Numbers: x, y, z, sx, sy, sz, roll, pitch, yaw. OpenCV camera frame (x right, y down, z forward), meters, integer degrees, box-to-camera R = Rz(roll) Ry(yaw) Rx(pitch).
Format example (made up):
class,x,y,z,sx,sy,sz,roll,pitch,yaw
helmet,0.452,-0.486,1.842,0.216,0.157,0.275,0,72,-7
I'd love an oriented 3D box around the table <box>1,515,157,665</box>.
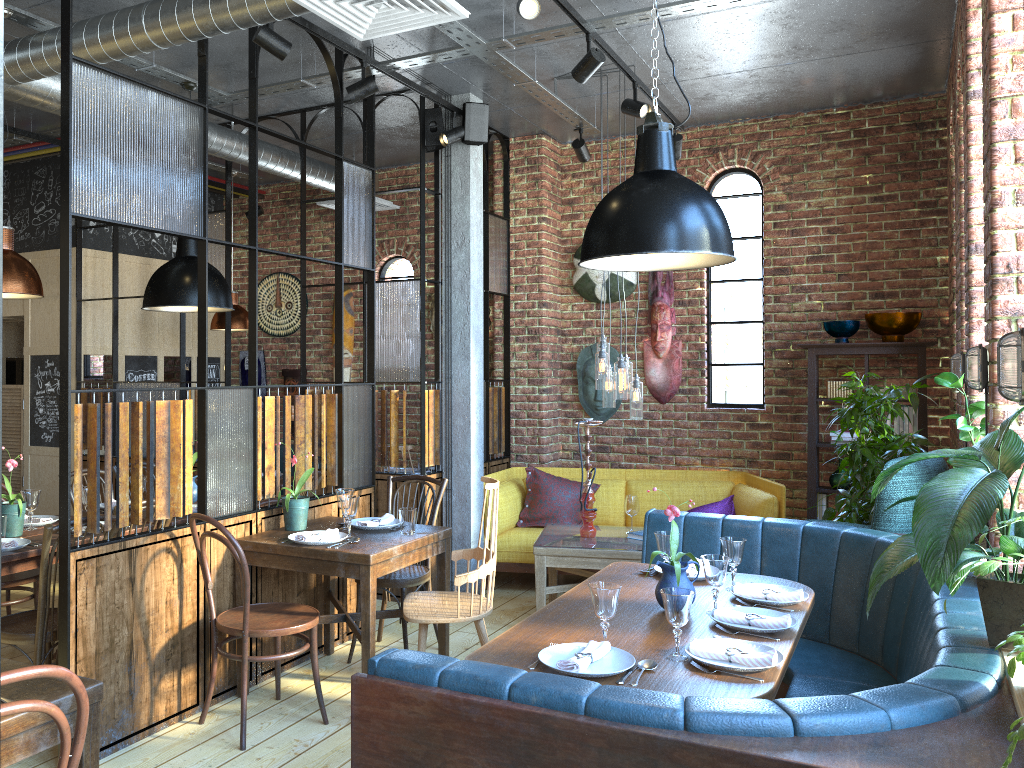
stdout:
class,x,y,z,sx,sy,sz,roll,pitch,yaw
table,-2.328,1.077,4.163,0.756,0.727,0.991,0,0,26

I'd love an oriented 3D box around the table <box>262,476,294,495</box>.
class,x,y,z,sx,sy,sz,roll,pitch,yaw
table,-2.345,1.097,7.393,0.773,0.603,0.715,0,0,26

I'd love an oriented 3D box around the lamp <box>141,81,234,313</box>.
class,x,y,z,sx,sy,sz,roll,pitch,yaw
lamp,-1.899,-1.098,5.173,0.554,1.326,0.504,-1,-1,39

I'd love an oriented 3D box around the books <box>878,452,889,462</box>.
class,x,y,z,sx,sy,sz,roll,pitch,yaw
books,2.439,0.563,5.749,0.089,0.273,0.166,-1,0,25

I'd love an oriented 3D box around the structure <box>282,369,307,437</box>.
class,x,y,z,sx,sy,sz,roll,pitch,yaw
structure,-2.035,0.184,8.244,0.270,0.655,0.154,-1,-1,27

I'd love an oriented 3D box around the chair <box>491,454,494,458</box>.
class,x,y,z,sx,sy,sz,roll,pitch,yaw
chair,-0.355,0.933,7.106,0.524,0.921,0.459,0,-1,-42

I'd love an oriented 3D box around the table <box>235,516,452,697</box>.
class,x,y,z,sx,sy,sz,roll,pitch,yaw
table,-0.786,1.072,4.188,0.780,0.727,0.721,0,0,26

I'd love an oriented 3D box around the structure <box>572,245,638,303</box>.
class,x,y,z,sx,sy,sz,roll,pitch,yaw
structure,0.713,-0.887,6.822,0.552,0.521,0.141,0,-1,27

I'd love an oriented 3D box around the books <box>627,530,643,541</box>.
class,x,y,z,sx,sy,sz,roll,pitch,yaw
books,0.829,0.894,5.149,0.153,0.028,0.285,-1,1,-40

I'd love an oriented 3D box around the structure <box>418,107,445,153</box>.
class,x,y,z,sx,sy,sz,roll,pitch,yaw
structure,-0.528,-1.677,5.832,0.184,0.268,0.165,0,0,-1

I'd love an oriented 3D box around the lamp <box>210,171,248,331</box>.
class,x,y,z,sx,sy,sz,roll,pitch,yaw
lamp,-2.363,-1.122,7.448,0.379,1.335,0.357,0,-1,19

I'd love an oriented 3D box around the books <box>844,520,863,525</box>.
class,x,y,z,sx,sy,sz,roll,pitch,yaw
books,2.312,0.957,5.782,0.315,0.088,0.235,0,1,28

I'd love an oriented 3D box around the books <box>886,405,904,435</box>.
class,x,y,z,sx,sy,sz,roll,pitch,yaw
books,2.482,0.270,5.742,0.129,0.258,0.156,0,0,26

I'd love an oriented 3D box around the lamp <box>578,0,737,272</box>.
class,x,y,z,sx,sy,sz,roll,pitch,yaw
lamp,0.493,-1.078,3.042,0.554,1.326,0.504,-1,-1,44

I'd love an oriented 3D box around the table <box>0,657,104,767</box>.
class,x,y,z,sx,sy,sz,roll,pitch,yaw
table,-1.503,1.103,2.033,0.780,0.727,0.721,0,0,26

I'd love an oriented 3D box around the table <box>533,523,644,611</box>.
class,x,y,z,sx,sy,sz,roll,pitch,yaw
table,0.637,1.162,5.235,0.955,0.508,0.735,0,0,12

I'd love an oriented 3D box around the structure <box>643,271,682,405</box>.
class,x,y,z,sx,sy,sz,roll,pitch,yaw
structure,1.137,-0.415,6.652,0.220,1.146,0.233,0,-1,-18

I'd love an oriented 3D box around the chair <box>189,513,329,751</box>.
class,x,y,z,sx,sy,sz,roll,pitch,yaw
chair,-1.081,0.981,3.731,0.524,0.921,0.459,0,-1,-42

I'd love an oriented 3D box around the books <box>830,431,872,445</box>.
class,x,y,z,sx,sy,sz,roll,pitch,yaw
books,2.256,0.358,5.839,0.279,0.080,0.171,0,1,27

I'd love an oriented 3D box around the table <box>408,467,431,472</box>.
class,x,y,z,sx,sy,sz,roll,pitch,yaw
table,-0.624,1.039,6.594,0.780,0.727,0.721,0,0,26

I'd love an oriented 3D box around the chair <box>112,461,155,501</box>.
class,x,y,z,sx,sy,sz,roll,pitch,yaw
chair,-2.220,0.960,5.565,0.544,0.915,0.388,0,-1,31

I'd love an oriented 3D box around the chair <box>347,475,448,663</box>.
class,x,y,z,sx,sy,sz,roll,pitch,yaw
chair,-0.601,0.966,4.671,0.418,0.915,0.504,0,0,20

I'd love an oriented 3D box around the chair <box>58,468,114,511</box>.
class,x,y,z,sx,sy,sz,roll,pitch,yaw
chair,-2.341,0.966,5.176,0.541,0.915,0.390,0,-1,26

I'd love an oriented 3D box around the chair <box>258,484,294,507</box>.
class,x,y,z,sx,sy,sz,roll,pitch,yaw
chair,-1.405,0.970,4.660,0.576,0.921,0.417,-1,-1,43

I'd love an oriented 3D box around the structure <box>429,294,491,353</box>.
class,x,y,z,sx,sy,sz,roll,pitch,yaw
structure,-0.458,-0.559,7.436,0.612,0.727,0.122,0,-1,27

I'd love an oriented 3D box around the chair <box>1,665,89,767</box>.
class,x,y,z,sx,sy,sz,roll,pitch,yaw
chair,-1.171,1.006,1.852,0.576,0.921,0.417,-1,-1,43

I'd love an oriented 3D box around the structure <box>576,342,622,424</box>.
class,x,y,z,sx,sy,sz,roll,pitch,yaw
structure,0.674,-0.005,6.830,0.382,0.640,0.100,0,-1,28

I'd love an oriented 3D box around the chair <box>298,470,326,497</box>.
class,x,y,z,sx,sy,sz,roll,pitch,yaw
chair,-1.395,0.963,5.155,0.532,0.915,0.397,0,0,11

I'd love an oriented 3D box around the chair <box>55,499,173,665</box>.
class,x,y,z,sx,sy,sz,roll,pitch,yaw
chair,-1.864,0.978,4.127,0.544,0.915,0.388,0,-1,31

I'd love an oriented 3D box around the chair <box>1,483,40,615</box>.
class,x,y,z,sx,sy,sz,roll,pitch,yaw
chair,-2.704,0.975,4.606,0.576,0.921,0.417,-1,-1,43

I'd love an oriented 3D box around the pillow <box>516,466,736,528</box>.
class,x,y,z,sx,sy,sz,roll,pitch,yaw
pillow,0.797,0.819,6.227,1.533,0.453,0.390,0,0,16

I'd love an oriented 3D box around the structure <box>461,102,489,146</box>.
class,x,y,z,sx,sy,sz,roll,pitch,yaw
structure,-0.250,-1.676,5.684,0.160,0.268,0.190,0,0,-24

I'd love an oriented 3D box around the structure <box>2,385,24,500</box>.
class,x,y,z,sx,sy,sz,roll,pitch,yaw
structure,-4.717,0.535,5.469,1.270,0.994,4.992,0,1,-2

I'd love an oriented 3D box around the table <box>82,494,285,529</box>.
class,x,y,z,sx,sy,sz,roll,pitch,yaw
table,-1.878,1.062,5.155,0.756,0.727,0.991,0,0,26

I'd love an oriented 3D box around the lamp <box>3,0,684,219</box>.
class,x,y,z,sx,sy,sz,roll,pitch,yaw
lamp,-2.888,-1.613,4.765,6.509,0.274,6.949,0,1,26

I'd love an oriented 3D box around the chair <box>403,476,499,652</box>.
class,x,y,z,sx,sy,sz,roll,pitch,yaw
chair,-0.267,0.938,3.987,0.450,1.006,0.537,0,0,-3

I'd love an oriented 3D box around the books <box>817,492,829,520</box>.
class,x,y,z,sx,sy,sz,roll,pitch,yaw
books,2.335,0.714,5.800,0.609,0.575,0.183,0,-1,26

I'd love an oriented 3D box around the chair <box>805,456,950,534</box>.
class,x,y,z,sx,sy,sz,roll,pitch,yaw
chair,1.588,0.874,4.405,0.771,1.098,1.079,0,0,-40

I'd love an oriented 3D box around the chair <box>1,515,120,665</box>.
class,x,y,z,sx,sy,sz,roll,pitch,yaw
chair,-1.924,0.985,3.669,0.544,0.915,0.388,0,-1,31

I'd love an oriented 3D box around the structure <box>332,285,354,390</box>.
class,x,y,z,sx,sy,sz,roll,pitch,yaw
structure,-1.553,-0.345,8.006,0.241,1.120,0.090,-1,-1,27

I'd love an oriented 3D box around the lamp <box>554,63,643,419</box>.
class,x,y,z,sx,sy,sz,roll,pitch,yaw
lamp,0.529,-0.854,5.377,0.275,2.120,0.526,0,-1,-40

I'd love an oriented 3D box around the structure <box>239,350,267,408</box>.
class,x,y,z,sx,sy,sz,roll,pitch,yaw
structure,-2.524,-0.045,8.516,0.337,0.559,0.110,0,-1,27

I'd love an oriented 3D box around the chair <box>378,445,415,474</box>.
class,x,y,z,sx,sy,sz,roll,pitch,yaw
chair,-0.786,0.912,6.066,0.548,1.006,0.441,0,0,13

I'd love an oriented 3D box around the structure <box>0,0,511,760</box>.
class,x,y,z,sx,sy,sz,roll,pitch,yaw
structure,-3.371,-0.222,4.689,6.142,3.327,5.745,0,0,10

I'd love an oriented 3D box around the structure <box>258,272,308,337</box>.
class,x,y,z,sx,sy,sz,roll,pitch,yaw
structure,-2.215,-0.755,8.375,0.687,0.619,0.076,0,-1,26

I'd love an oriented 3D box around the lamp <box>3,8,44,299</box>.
class,x,y,z,sx,sy,sz,roll,pitch,yaw
lamp,-2.382,-1.077,4.115,0.368,1.335,0.368,0,-1,-1

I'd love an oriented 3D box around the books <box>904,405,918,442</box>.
class,x,y,z,sx,sy,sz,roll,pitch,yaw
books,2.573,0.270,5.685,0.083,0.258,0.171,-1,0,25

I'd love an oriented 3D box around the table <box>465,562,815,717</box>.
class,x,y,z,sx,sy,sz,roll,pitch,yaw
table,0.528,1.116,2.988,0.855,0.661,1.481,0,1,25
